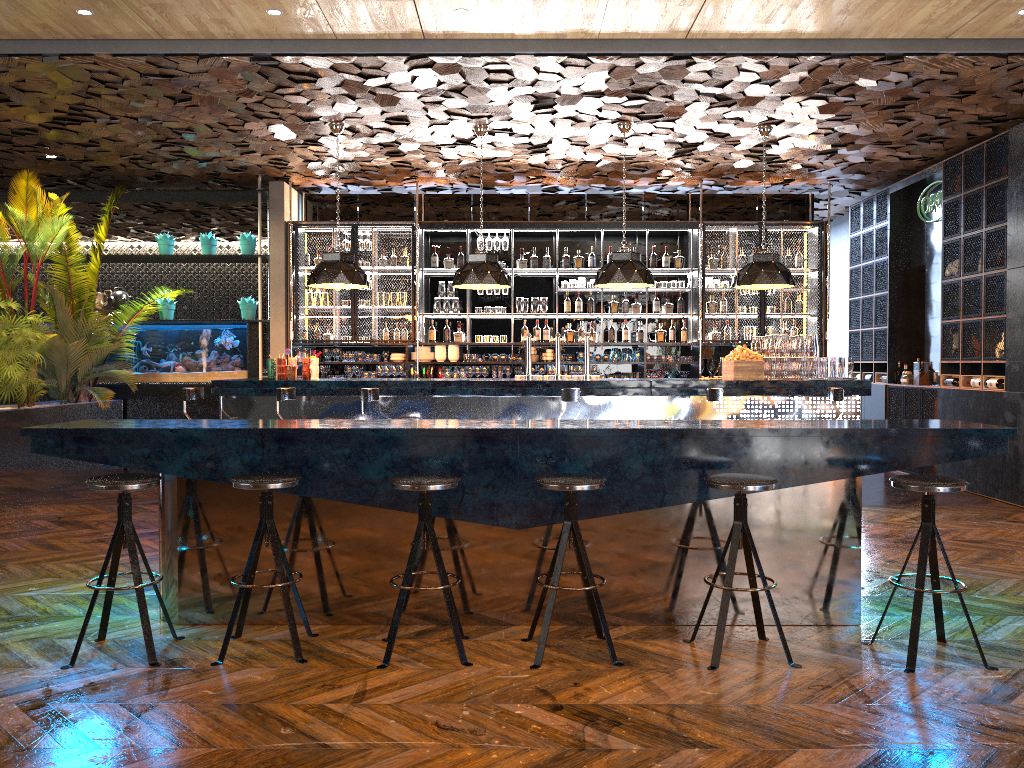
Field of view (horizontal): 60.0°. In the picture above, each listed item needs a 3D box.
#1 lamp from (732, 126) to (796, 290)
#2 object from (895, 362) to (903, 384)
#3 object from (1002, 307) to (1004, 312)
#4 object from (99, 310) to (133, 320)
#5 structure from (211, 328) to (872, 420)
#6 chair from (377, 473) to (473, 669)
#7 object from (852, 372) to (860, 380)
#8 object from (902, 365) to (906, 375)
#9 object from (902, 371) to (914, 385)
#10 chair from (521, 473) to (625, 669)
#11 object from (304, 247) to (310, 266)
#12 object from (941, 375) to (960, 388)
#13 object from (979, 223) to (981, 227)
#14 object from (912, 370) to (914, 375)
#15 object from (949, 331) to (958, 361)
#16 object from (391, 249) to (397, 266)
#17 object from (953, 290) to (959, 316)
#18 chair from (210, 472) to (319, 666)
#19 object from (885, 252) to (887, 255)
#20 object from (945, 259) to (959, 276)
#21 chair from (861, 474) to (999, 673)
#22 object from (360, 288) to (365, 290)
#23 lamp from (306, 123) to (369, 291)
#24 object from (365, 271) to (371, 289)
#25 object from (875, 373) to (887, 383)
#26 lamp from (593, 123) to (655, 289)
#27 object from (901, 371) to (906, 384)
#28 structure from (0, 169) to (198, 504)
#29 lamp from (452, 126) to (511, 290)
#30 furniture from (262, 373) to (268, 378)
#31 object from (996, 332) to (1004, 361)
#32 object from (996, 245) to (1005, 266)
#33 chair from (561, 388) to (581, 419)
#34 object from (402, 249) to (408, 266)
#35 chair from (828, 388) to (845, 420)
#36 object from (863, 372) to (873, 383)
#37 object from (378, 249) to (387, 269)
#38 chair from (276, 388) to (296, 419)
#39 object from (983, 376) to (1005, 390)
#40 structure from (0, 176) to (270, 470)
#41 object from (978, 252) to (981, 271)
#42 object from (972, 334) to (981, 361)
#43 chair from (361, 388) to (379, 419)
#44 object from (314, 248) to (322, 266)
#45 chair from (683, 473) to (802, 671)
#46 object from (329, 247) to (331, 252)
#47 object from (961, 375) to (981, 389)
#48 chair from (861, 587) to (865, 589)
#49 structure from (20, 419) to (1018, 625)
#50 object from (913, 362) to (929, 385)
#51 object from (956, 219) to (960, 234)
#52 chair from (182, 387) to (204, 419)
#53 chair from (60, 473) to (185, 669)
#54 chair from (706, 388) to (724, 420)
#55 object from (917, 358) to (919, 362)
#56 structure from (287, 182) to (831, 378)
[{"bbox_3d":[2.489,-1.740,8.749,0.582,1.564,0.607,0,1,0],"label":"lamp"},{"bbox_3d":[4.789,-0.138,10.973,0.080,0.279,0.080,-1,2,-41],"label":"object"},{"bbox_3d":[4.823,-0.770,8.595,0.119,0.220,0.212,0,1,-16],"label":"object"},{"bbox_3d":[-5.047,-0.870,11.301,0.320,0.135,0.250,0,1,0],"label":"object"},{"bbox_3d":[0.265,0.274,8.670,6.009,1.685,1.214,0,1,0],"label":"structure"},{"bbox_3d":[-0.396,0.821,4.049,0.419,0.813,0.419,0,1,-5],"label":"chair"},{"bbox_3d":[4.753,-0.098,12.083,0.122,0.132,0.396,0,1,2],"label":"object"},{"bbox_3d":[4.795,-0.117,10.819,0.065,0.237,0.065,-1,2,-31],"label":"object"},{"bbox_3d":[4.734,-0.070,10.590,0.106,0.164,0.106,0,1,-10],"label":"object"},{"bbox_3d":[0.268,0.821,4.046,0.419,0.813,0.419,0,1,-5],"label":"chair"},{"bbox_3d":[-2.614,-1.612,11.321,0.075,0.260,0.075,-1,2,-41],"label":"object"},{"bbox_3d":[4.726,-0.032,9.440,0.122,0.133,0.396,0,1,0],"label":"object"},{"bbox_3d":[4.847,-1.625,8.994,0.210,0.168,0.105,0,1,0],"label":"object"},{"bbox_3d":[4.890,-0.132,10.734,0.080,0.279,0.080,-1,2,-41],"label":"object"},{"bbox_3d":[4.812,-0.423,9.462,0.175,0.351,0.369,0,1,5],"label":"object"},{"bbox_3d":[-1.507,-1.598,11.292,0.073,0.246,0.072,0,1,-15],"label":"object"},{"bbox_3d":[4.817,-0.865,9.447,0.167,0.356,0.255,0,1,5],"label":"object"},{"bbox_3d":[-1.130,0.820,4.088,0.419,0.813,0.419,0,1,-5],"label":"chair"},{"bbox_3d":[4.797,-1.734,11.190,0.097,0.290,0.290,0,1,-1],"label":"object"},{"bbox_3d":[4.813,-1.225,9.427,0.192,0.221,0.403,-1,2,-31],"label":"object"},{"bbox_3d":[1.874,0.822,3.998,0.419,0.813,0.419,0,1,-5],"label":"chair"},{"bbox_3d":[-1.920,-1.319,11.364,0.081,0.213,0.081,0,1,6],"label":"object"},{"bbox_3d":[-1.696,-1.712,8.630,0.582,1.606,0.607,0,1,0],"label":"lamp"},{"bbox_3d":[-1.830,-1.315,11.220,0.081,0.213,0.081,0,1,6],"label":"object"},{"bbox_3d":[4.739,-0.075,11.229,0.122,0.132,0.396,0,1,0],"label":"object"},{"bbox_3d":[1.093,-1.738,8.632,0.582,1.564,0.607,0,1,0],"label":"lamp"},{"bbox_3d":[4.816,-0.073,10.719,0.228,0.164,0.117,0,1,1],"label":"object"},{"bbox_3d":[-5.228,-0.698,10.103,1.873,3.561,4.073,0,1,2],"label":"structure"},{"bbox_3d":[-0.302,-1.741,8.752,0.582,1.564,0.607,0,1,0],"label":"lamp"},{"bbox_3d":[-7.875,0.394,15.121,9.798,1.137,3.595,0,1,0],"label":"furniture"},{"bbox_3d":[4.822,-0.377,8.573,0.164,0.303,0.341,0,1,5],"label":"object"},{"bbox_3d":[4.822,-1.219,8.567,0.266,0.239,0.265,-1,1,-21],"label":"object"},{"bbox_3d":[0.353,0.590,7.555,0.476,1.108,0.419,0,1,15],"label":"chair"},{"bbox_3d":[-1.362,-1.598,11.292,0.073,0.246,0.072,0,1,15],"label":"object"},{"bbox_3d":[2.620,0.587,7.665,0.476,1.108,0.419,0,1,10],"label":"chair"},{"bbox_3d":[4.746,-0.086,11.654,0.123,0.132,0.396,0,1,0],"label":"object"},{"bbox_3d":[-1.645,-1.596,11.293,0.108,0.244,0.108,0,1,-11],"label":"object"},{"bbox_3d":[-1.782,0.589,7.577,0.476,1.108,0.419,0,1,0],"label":"chair"},{"bbox_3d":[4.722,-0.013,8.582,0.123,0.132,0.396,0,1,1],"label":"object"},{"bbox_3d":[-5.131,-0.812,11.313,4.269,3.734,0.705,0,1,0],"label":"structure"},{"bbox_3d":[4.847,-1.227,8.968,0.126,0.249,0.253,-1,2,-30],"label":"object"},{"bbox_3d":[4.779,-0.375,9.036,0.131,0.280,0.208,0,1,-18],"label":"object"},{"bbox_3d":[-1.038,0.592,7.457,0.476,1.108,0.419,0,1,0],"label":"chair"},{"bbox_3d":[-2.458,-1.601,11.282,0.108,0.244,0.108,0,1,-11],"label":"object"},{"bbox_3d":[1.038,0.821,4.032,0.419,0.813,0.419,0,1,-5],"label":"chair"},{"bbox_3d":[-2.323,-1.611,11.296,0.075,0.261,0.075,-1,2,-41],"label":"object"},{"bbox_3d":[4.723,-0.022,9.013,0.122,0.132,0.396,0,1,0],"label":"object"},{"bbox_3d":[1.843,0.789,5.373,0.419,0.813,0.419,0,1,-5],"label":"chair"},{"bbox_3d":[0.033,0.710,4.740,4.941,0.998,0.673,0,1,0],"label":"structure"},{"bbox_3d":[4.787,-0.120,10.371,0.116,0.264,0.144,0,1,0],"label":"object"},{"bbox_3d":[4.810,-1.675,9.427,0.126,0.249,0.253,0,1,0],"label":"object"},{"bbox_3d":[-2.602,0.587,7.644,0.476,1.108,0.419,0,1,0],"label":"chair"},{"bbox_3d":[-1.765,0.821,4.046,0.419,0.813,0.419,0,1,-5],"label":"chair"},{"bbox_3d":[1.570,0.589,7.601,0.476,1.108,0.419,0,1,15],"label":"chair"},{"bbox_3d":[4.871,-0.154,10.638,0.086,0.313,0.086,1,2,44],"label":"object"},{"bbox_3d":[0.569,-0.718,11.123,6.750,3.553,1.143,0,1,0],"label":"structure"}]
